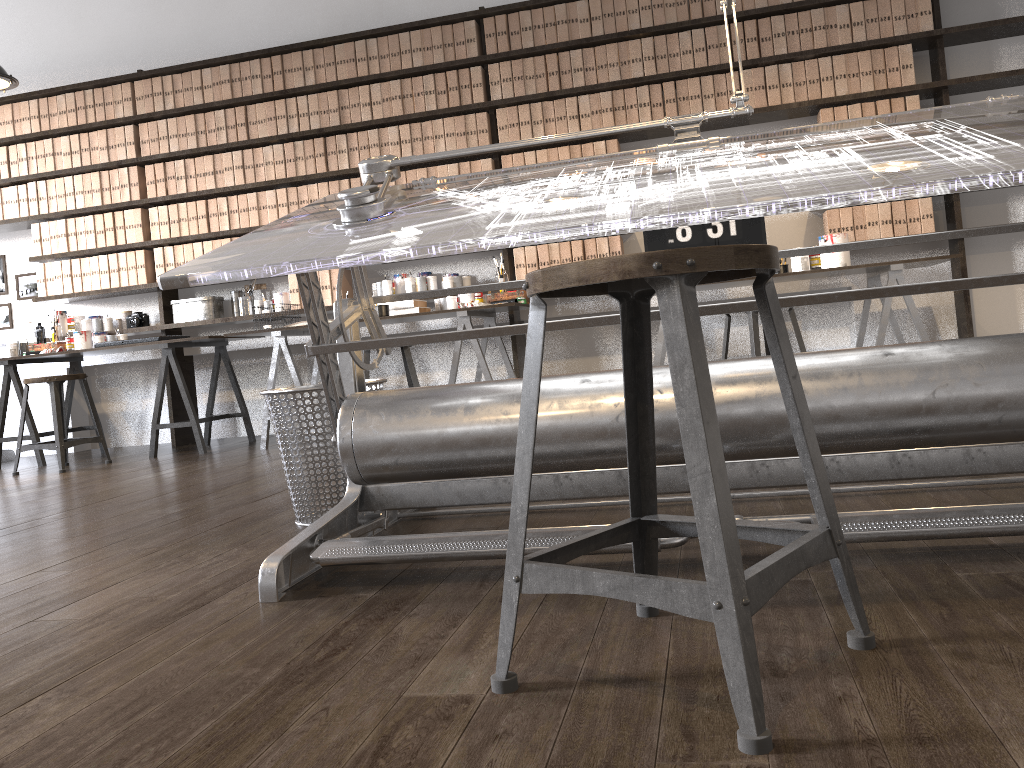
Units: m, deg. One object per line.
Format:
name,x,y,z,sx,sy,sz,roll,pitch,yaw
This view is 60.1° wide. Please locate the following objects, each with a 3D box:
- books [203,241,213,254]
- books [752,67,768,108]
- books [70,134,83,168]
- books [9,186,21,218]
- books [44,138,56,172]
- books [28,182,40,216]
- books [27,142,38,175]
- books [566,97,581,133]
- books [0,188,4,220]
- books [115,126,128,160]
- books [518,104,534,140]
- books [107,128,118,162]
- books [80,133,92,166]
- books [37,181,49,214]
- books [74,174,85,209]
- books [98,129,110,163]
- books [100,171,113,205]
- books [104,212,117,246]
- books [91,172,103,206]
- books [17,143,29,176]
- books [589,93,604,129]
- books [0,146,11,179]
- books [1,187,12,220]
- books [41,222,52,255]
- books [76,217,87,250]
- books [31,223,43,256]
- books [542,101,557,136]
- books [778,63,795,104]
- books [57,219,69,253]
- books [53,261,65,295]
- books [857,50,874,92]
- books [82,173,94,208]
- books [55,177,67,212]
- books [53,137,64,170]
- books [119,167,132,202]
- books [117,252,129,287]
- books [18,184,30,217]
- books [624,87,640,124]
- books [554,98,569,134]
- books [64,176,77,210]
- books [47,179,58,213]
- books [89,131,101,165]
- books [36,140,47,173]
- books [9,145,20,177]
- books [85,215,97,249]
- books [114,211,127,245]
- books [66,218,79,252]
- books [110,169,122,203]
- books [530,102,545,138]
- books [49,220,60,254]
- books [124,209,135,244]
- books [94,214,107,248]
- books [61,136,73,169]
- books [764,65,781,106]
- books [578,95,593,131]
books,-1.909,-0.804,5.724,0.066,0.225,0.175,-6,0,13
books,1.389,-1.645,4.986,0.067,0.226,0.175,-6,0,13
books,-2.859,-1.539,5.925,0.067,0.226,0.175,-6,0,13
books,-3.324,-1.222,6.032,0.066,0.225,0.175,-6,0,13
books,-3.056,-1.522,5.967,0.067,0.226,0.175,-6,0,13
books,-3.179,-1.242,5.997,0.066,0.226,0.175,-6,0,13
books,-3.189,-1.510,6.003,0.066,0.226,0.174,-6,0,13
books,0.372,-1.555,5.213,0.067,0.226,0.175,-6,0,13
books,-3.451,-1.210,6.057,0.067,0.226,0.175,-6,0,13
books,-2.529,-1.568,5.854,0.066,0.225,0.175,-6,0,13
books,0.097,-1.531,5.272,0.066,0.226,0.175,-6,0,13
books,-2.589,-1.563,5.869,0.066,0.225,0.175,-6,0,13
books,-2.790,-1.545,5.914,0.066,0.226,0.175,-6,0,13
books,-3.108,-1.248,5.985,0.066,0.226,0.174,-6,0,13
books,-2.834,-1.272,5.924,0.066,0.225,0.175,-6,0,13
books,-2.655,-1.557,5.879,0.067,0.226,0.175,-6,0,13
books,-2.641,-1.289,5.884,0.066,0.226,0.175,-6,0,13
books,-2.613,-1.013,5.875,0.067,0.226,0.175,-6,0,13
books,-2.708,-1.283,5.893,0.067,0.226,0.175,-6,0,13
books,-3.258,-1.504,6.014,0.066,0.226,0.174,-6,0,13
books,0.504,-1.567,5.187,0.066,0.225,0.175,-6,0,13
books,-3.401,-1.491,6.045,0.067,0.226,0.175,-6,0,13
books,-3.385,-1.217,6.048,0.066,0.225,0.175,-6,0,13
books,-3.084,-0.972,5.982,0.066,0.225,0.175,-6,0,13
books,-2.823,-0.995,5.927,0.066,0.226,0.174,-6,0,13
books,-3.155,-0.965,5.996,0.067,0.226,0.175,-6,0,13
books,0.237,-1.543,5.248,0.066,0.226,0.174,-6,0,13
books,1.531,-1.658,4.958,0.066,0.226,0.174,-6,0,13
books,-2.959,-0.983,5.951,0.067,0.226,0.175,-6,0,13
books,-2.995,-0.708,5.965,0.066,0.225,0.175,-6,0,13
books,1.930,-1.693,4.867,0.067,0.226,0.175,-6,0,13
books,-2.772,-1.278,5.912,0.066,0.225,0.175,-6,0,13
books,-2.972,-1.260,5.956,0.066,0.226,0.175,-6,0,13
books,-2.990,-1.528,5.957,0.066,0.225,0.175,-6,0,13
books,-2.505,-1.301,5.850,0.066,0.226,0.174,-6,0,13
books,-2.519,-0.750,5.860,0.066,0.225,0.175,-6,0,13
books,-3.254,-1.228,6.015,0.067,0.226,0.175,-6,0,13
books,0.704,-1.585,5.144,0.066,0.226,0.174,-6,0,13
books,0.305,-1.549,5.232,0.066,0.226,0.175,-6,0,13
books,-2.904,-1.266,5.938,0.067,0.226,0.175,-6,0,13
books,-3.039,-1.254,5.973,0.066,0.226,0.174,-6,0,13
books,-2.721,-1.552,5.900,0.066,0.226,0.174,-6,0,13
books,-3.120,-1.516,5.987,0.066,0.226,0.175,-6,0,13
books,-3.327,-1.498,6.034,0.066,0.226,0.175,-6,0,13
books,-2.755,-1.001,5.908,0.066,0.226,0.174,-6,0,13
books,-2.540,-1.020,5.865,0.066,0.225,0.175,-6,0,13
books,-2.892,-0.989,5.942,0.066,0.226,0.175,-6,0,13
books,-2.572,-1.296,5.869,0.066,0.226,0.174,-6,0,13
books,0.169,-1.537,5.260,0.066,0.226,0.174,-6,0,13
books,-3.023,-0.977,5.970,0.066,0.225,0.175,-6,0,13
books,-2.467,-1.026,5.846,0.066,0.225,0.175,-6,0,13
books,-2.685,-1.007,5.897,0.066,0.226,0.175,-6,0,13
books,-2.929,-1.533,5.942,0.066,0.225,0.175,-6,0,13
books,1.460,-1.651,4.970,0.066,0.226,0.175,-6,0,13
books,0.443,-1.561,5.199,0.066,0.225,0.175,-6,0,13
